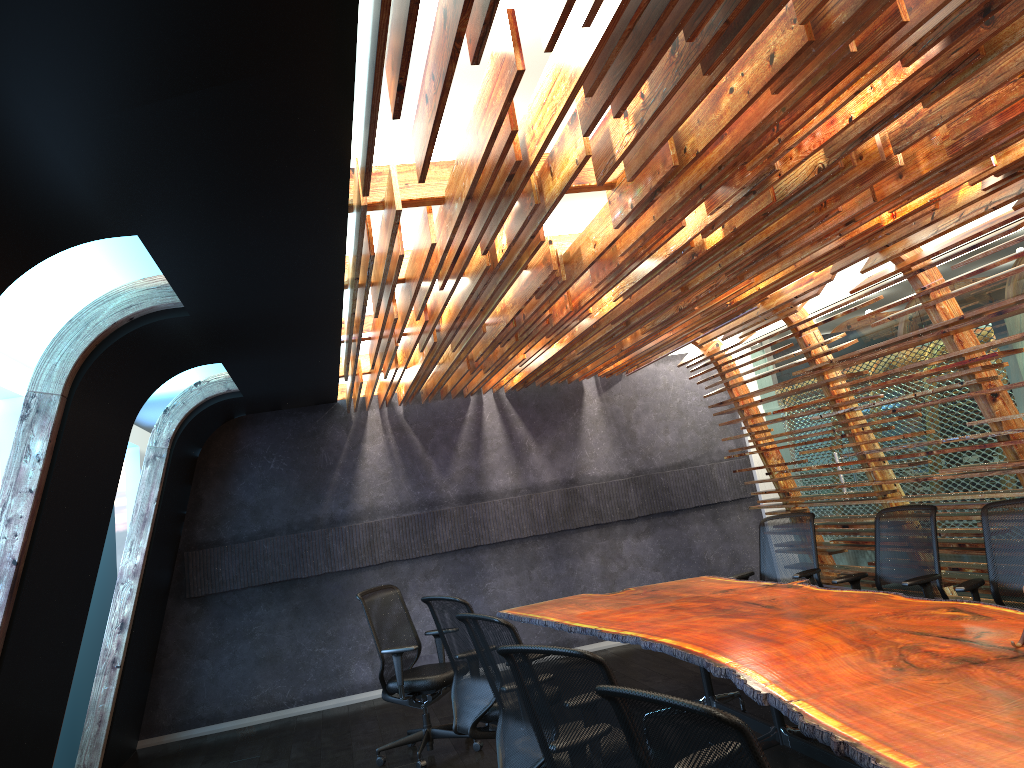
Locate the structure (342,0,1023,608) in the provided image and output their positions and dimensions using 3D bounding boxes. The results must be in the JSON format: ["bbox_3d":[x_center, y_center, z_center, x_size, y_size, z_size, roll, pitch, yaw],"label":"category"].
[{"bbox_3d":[1.613,0.412,4.548,4.545,3.068,11.147,-7,-8,-13],"label":"structure"}]

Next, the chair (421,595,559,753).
[{"bbox_3d":[-0.039,1.893,5.496,0.797,1.271,0.791,-1,-15,-33],"label":"chair"}]

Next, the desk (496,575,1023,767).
[{"bbox_3d":[1.538,1.726,4.641,2.044,0.838,6.471,-8,-8,-13],"label":"desk"}]

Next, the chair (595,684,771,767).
[{"bbox_3d":[0.767,1.319,2.154,0.798,1.271,0.789,-2,-14,-28],"label":"chair"}]

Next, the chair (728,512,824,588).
[{"bbox_3d":[2.154,1.730,7.085,0.795,1.271,0.792,0,-16,-37],"label":"chair"}]

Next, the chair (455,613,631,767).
[{"bbox_3d":[0.257,1.681,4.255,0.798,1.271,0.789,-2,-14,-28],"label":"chair"}]

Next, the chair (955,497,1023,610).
[{"bbox_3d":[2.977,1.312,4.950,0.793,1.271,0.794,2,-17,-41],"label":"chair"}]

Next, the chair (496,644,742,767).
[{"bbox_3d":[0.491,1.493,3.120,0.795,1.271,0.792,1,-16,-37],"label":"chair"}]

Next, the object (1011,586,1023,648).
[{"bbox_3d":[2.175,0.928,3.576,0.302,0.252,0.126,-15,-15,28],"label":"object"}]

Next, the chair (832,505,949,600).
[{"bbox_3d":[2.567,1.509,5.931,0.799,1.271,0.788,-4,-14,-22],"label":"chair"}]

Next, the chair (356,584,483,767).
[{"bbox_3d":[-0.672,2.164,6.744,0.786,1.271,0.801,-14,-14,21],"label":"chair"}]
